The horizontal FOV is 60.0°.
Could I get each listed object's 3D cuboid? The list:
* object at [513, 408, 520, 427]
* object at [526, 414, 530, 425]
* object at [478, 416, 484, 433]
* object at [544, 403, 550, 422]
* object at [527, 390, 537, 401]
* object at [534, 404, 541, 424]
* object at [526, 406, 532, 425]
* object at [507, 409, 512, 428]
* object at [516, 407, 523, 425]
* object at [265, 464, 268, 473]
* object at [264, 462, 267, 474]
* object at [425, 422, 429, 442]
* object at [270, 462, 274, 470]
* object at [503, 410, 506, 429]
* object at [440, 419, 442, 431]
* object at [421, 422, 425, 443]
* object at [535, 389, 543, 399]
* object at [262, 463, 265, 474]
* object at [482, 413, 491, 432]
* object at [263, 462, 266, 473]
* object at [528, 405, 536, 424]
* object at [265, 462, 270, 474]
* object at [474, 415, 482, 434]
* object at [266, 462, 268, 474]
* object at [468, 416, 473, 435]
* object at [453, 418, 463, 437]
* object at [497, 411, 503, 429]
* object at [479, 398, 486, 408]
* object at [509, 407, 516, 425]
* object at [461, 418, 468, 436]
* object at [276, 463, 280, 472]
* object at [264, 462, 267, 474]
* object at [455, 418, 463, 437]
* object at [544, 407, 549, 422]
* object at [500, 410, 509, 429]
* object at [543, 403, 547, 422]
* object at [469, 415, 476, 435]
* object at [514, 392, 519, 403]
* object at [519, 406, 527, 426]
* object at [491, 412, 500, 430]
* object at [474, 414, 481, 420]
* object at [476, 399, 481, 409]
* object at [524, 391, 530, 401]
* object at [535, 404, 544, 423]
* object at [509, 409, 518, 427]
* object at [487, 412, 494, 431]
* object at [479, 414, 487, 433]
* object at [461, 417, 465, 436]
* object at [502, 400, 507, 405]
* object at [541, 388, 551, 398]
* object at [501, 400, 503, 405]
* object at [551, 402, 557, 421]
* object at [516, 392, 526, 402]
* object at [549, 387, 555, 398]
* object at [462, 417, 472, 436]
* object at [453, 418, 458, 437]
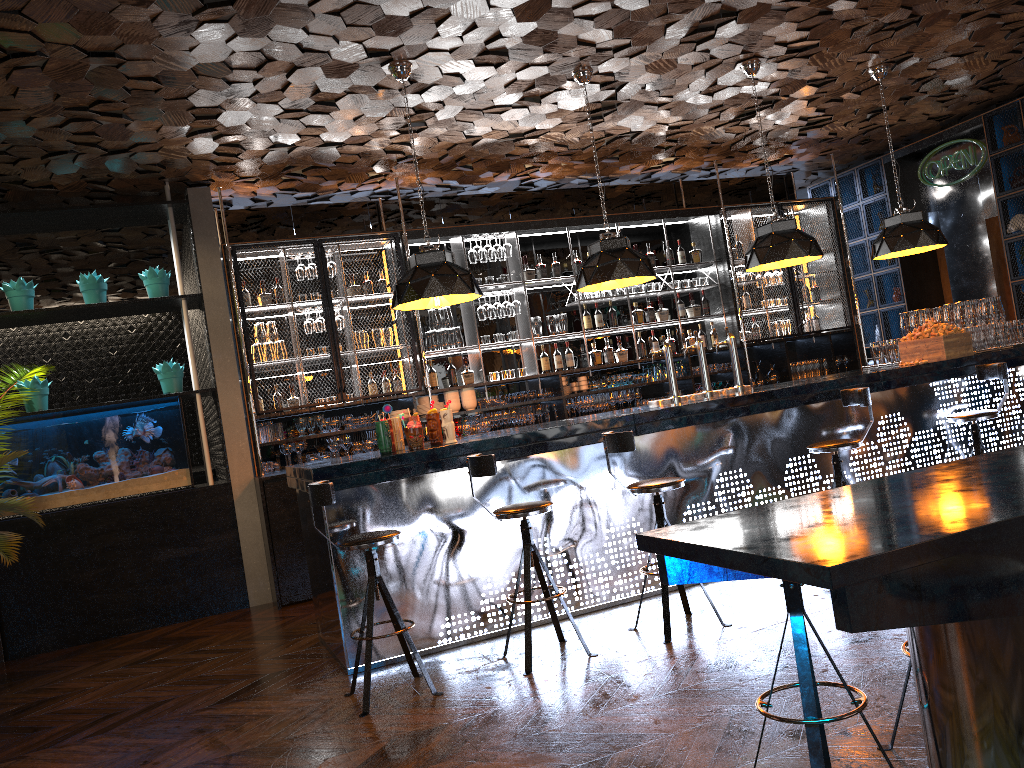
[{"bbox_3d":[0.058,0.343,8.759,0.071,0.226,0.071,-10,-1,40],"label":"object"},{"bbox_3d":[0.158,0.332,8.742,0.092,0.218,0.092,-10,-1,29],"label":"object"},{"bbox_3d":[-0.292,0.402,8.593,0.082,0.213,0.082,-8,-1,-33],"label":"object"},{"bbox_3d":[0.358,0.300,8.737,0.071,0.217,0.071,-9,-1,-13],"label":"object"},{"bbox_3d":[0.197,0.109,8.621,0.093,0.099,0.093,-9,-1,-2],"label":"object"},{"bbox_3d":[0.258,0.316,8.754,0.092,0.218,0.092,-10,-1,29],"label":"object"},{"bbox_3d":[0.172,0.323,8.658,0.071,0.226,0.071,-10,-1,40],"label":"object"},{"bbox_3d":[-0.027,0.359,8.648,0.084,0.216,0.084,-9,-1,21],"label":"object"},{"bbox_3d":[0.087,0.337,8.671,0.071,0.226,0.071,-10,-1,40],"label":"object"},{"bbox_3d":[-2.138,0.735,7.740,0.033,0.101,0.033,-8,-1,-30],"label":"object"},{"bbox_3d":[-2.154,0.738,7.780,0.033,0.101,0.033,-8,-1,-40],"label":"object"},{"bbox_3d":[-0.792,0.466,8.290,0.073,0.229,0.073,-8,-1,-33],"label":"object"},{"bbox_3d":[-2.078,0.725,7.693,0.031,0.098,0.031,-9,-1,17],"label":"object"},{"bbox_3d":[-0.073,0.369,8.773,0.084,0.216,0.084,-9,-1,1],"label":"object"},{"bbox_3d":[-0.678,0.449,8.355,0.073,0.229,0.073,-8,-1,-33],"label":"object"},{"bbox_3d":[-0.823,0.469,8.202,0.073,0.229,0.073,-8,-1,-33],"label":"object"},{"bbox_3d":[0.270,0.102,8.750,0.095,0.096,0.095,-9,-1,-21],"label":"object"},{"bbox_3d":[-2.156,0.737,7.674,0.028,0.097,0.028,-8,-1,-32],"label":"object"},{"bbox_3d":[-0.234,0.389,8.423,0.082,0.213,0.082,-9,-1,9],"label":"object"},{"bbox_3d":[-2.199,0.747,7.900,0.033,0.101,0.033,-9,-1,8],"label":"object"},{"bbox_3d":[0.201,0.317,8.583,0.071,0.226,0.071,-10,-1,40],"label":"object"},{"bbox_3d":[-2.109,0.729,7.662,0.033,0.101,0.033,-9,-1,3],"label":"object"},{"bbox_3d":[-0.320,0.402,8.391,0.082,0.213,0.082,-9,-1,12],"label":"object"},{"bbox_3d":[-2.124,0.732,7.704,0.033,0.101,0.033,-8,-1,-41],"label":"object"},{"bbox_3d":[-0.382,0.415,8.558,0.082,0.213,0.082,-9,-1,11],"label":"object"},{"bbox_3d":[-0.498,0.429,8.321,0.082,0.213,0.082,-9,-1,8],"label":"object"},{"bbox_3d":[-0.104,0.371,8.611,0.084,0.216,0.084,-8,-1,-29],"label":"object"},{"bbox_3d":[-0.259,0.180,8.551,0.089,0.100,0.100,-10,-1,41],"label":"object"},{"bbox_3d":[0.021,0.350,8.829,0.071,0.226,0.071,-10,-1,40],"label":"object"},{"bbox_3d":[-0.442,0.422,8.436,0.082,0.213,0.082,-10,-2,45],"label":"object"},{"bbox_3d":[-2.018,0.724,7.673,0.034,0.080,0.034,-9,-1,-8],"label":"object"},{"bbox_3d":[-2.170,0.741,7.818,0.033,0.101,0.033,-9,-1,-16],"label":"object"},{"bbox_3d":[-0.503,0.435,8.603,0.082,0.213,0.082,-9,-1,9],"label":"object"},{"bbox_3d":[0.355,0.302,8.825,0.071,0.217,0.071,-9,-1,-13],"label":"object"},{"bbox_3d":[-0.060,0.361,8.488,0.084,0.216,0.084,-9,-1,-6],"label":"object"},{"bbox_3d":[0.337,0.307,8.903,0.071,0.217,0.071,-9,-1,-13],"label":"object"},{"bbox_3d":[-0.349,0.409,8.473,0.082,0.213,0.082,-8,-1,-42],"label":"object"},{"bbox_3d":[0.049,0.135,8.728,0.093,0.099,0.093,-8,-1,-34],"label":"object"},{"bbox_3d":[0.119,0.330,8.593,0.071,0.226,0.071,-10,-1,40],"label":"object"},{"bbox_3d":[-0.147,0.375,8.455,0.084,0.216,0.084,-8,-1,-33],"label":"object"},{"bbox_3d":[-0.321,0.408,8.676,0.082,0.213,0.082,-8,-1,-30],"label":"object"},{"bbox_3d":[-0.303,0.189,8.663,0.100,0.100,0.089,-9,-1,-14],"label":"object"},{"bbox_3d":[0.156,0.117,8.716,0.093,0.099,0.093,-10,-1,40],"label":"object"},{"bbox_3d":[0.281,0.310,8.647,0.092,0.218,0.092,-10,-1,29],"label":"object"},{"bbox_3d":[0.023,0.349,8.521,0.084,0.216,0.084,-9,-1,21],"label":"object"},{"bbox_3d":[-0.190,0.384,8.581,0.084,0.216,0.084,-9,-1,-9],"label":"object"},{"bbox_3d":[-0.260,0.395,8.510,0.082,0.213,0.082,-8,-1,-40],"label":"object"},{"bbox_3d":[-0.468,0.428,8.524,0.082,0.213,0.082,-9,-1,-1],"label":"object"},{"bbox_3d":[-0.072,0.177,8.529,0.049,0.048,0.044,-9,-1,21],"label":"object"},{"bbox_3d":[0.331,0.091,8.663,0.095,0.096,0.095,-10,-1,43],"label":"object"},{"bbox_3d":[-0.094,0.181,8.582,0.044,0.048,0.049,-9,-1,11],"label":"object"},{"bbox_3d":[0.429,0.289,8.723,0.071,0.217,0.071,-9,-1,-13],"label":"object"},{"bbox_3d":[0.087,0.127,8.627,0.093,0.099,0.093,-9,-1,-5],"label":"object"},{"bbox_3d":[0.371,0.086,8.755,0.095,0.096,0.095,-9,-1,3],"label":"object"},{"bbox_3d":[-0.416,0.417,8.353,0.082,0.213,0.082,-9,-1,8],"label":"object"},{"bbox_3d":[-0.528,0.435,8.406,0.082,0.213,0.082,-8,-1,-29],"label":"object"}]
